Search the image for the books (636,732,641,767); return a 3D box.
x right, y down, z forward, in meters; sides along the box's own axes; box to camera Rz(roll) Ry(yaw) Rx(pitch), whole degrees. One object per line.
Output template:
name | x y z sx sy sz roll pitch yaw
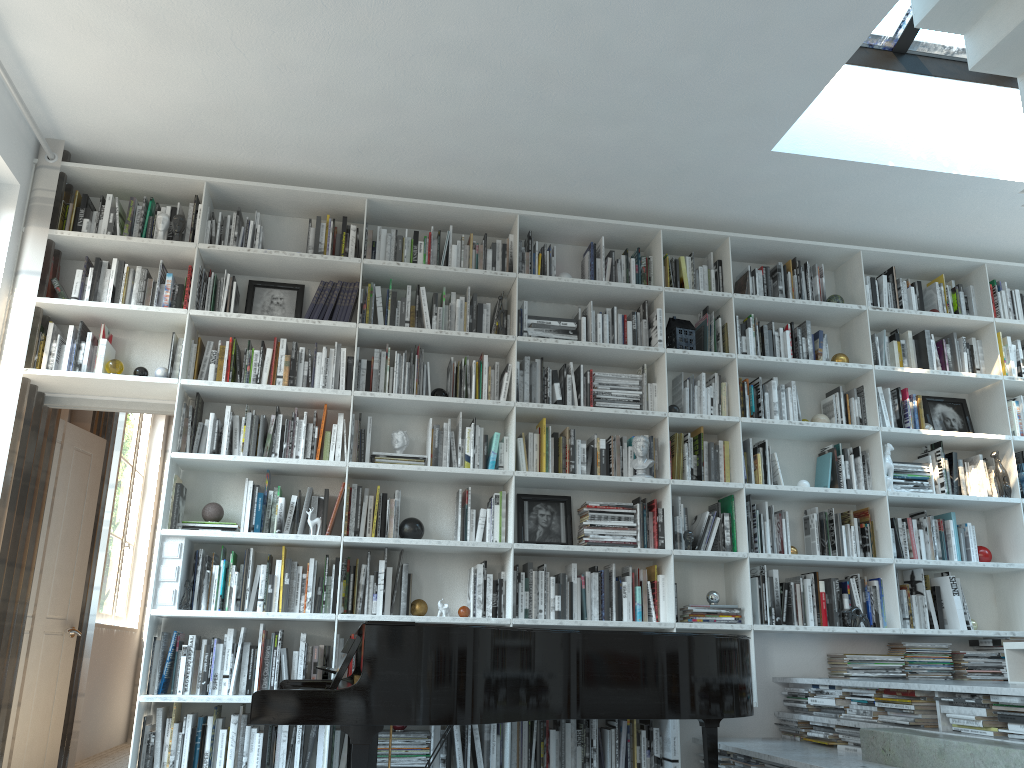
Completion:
books | 0.610 1.852 4.462 0.024 0.190 0.155 4 -17 -10

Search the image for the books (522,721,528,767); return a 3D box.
books | 0.051 1.780 4.383 0.025 0.263 0.145 4 -17 -10

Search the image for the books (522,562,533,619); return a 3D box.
books | 0.080 1.081 4.606 0.027 0.289 0.141 4 -17 -10

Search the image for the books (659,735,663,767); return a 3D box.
books | 0.723 1.864 4.480 0.023 0.181 0.149 4 -17 -10

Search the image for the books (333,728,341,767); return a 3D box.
books | -0.835 1.747 4.219 0.025 0.197 0.160 4 -17 -10

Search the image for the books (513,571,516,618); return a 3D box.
books | -0.007 1.093 4.573 0.029 0.243 0.154 4 -17 -10

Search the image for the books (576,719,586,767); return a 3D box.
books | 0.338 1.785 4.420 0.013 0.284 0.185 4 -17 -10

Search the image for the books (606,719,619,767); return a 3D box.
books | 0.501 1.792 4.445 0.011 0.291 0.184 4 -17 -10

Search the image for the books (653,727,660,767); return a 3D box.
books | 0.700 1.842 4.469 0.029 0.217 0.191 4 -17 -10

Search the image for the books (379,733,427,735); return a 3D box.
books | -0.545 1.687 4.292 0.254 0.005 0.161 4 -18 -9

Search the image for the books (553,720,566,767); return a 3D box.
books | 0.236 1.777 4.416 0.026 0.293 0.155 4 -17 -10

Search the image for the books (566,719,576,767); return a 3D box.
books | 0.291 1.798 4.423 0.028 0.260 0.133 4 -17 -10

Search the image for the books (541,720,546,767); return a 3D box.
books | 0.148 1.781 4.403 0.012 0.275 0.155 4 -17 -10

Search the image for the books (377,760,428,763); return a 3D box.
books | -0.546 1.805 4.254 0.285 0.007 0.160 3 -17 -8

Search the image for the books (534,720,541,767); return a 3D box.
books | 0.119 1.793 4.393 0.022 0.246 0.144 4 -17 -10

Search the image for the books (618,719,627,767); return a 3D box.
books | 0.530 1.811 4.434 0.044 0.250 0.187 4 -17 -10

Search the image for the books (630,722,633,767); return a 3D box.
books | 0.573 1.828 4.467 0.028 0.238 0.140 4 -17 -10

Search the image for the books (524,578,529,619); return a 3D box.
books | 0.057 1.113 4.574 0.024 0.207 0.170 4 -17 -10

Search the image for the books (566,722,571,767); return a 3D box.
books | 0.262 1.808 4.415 0.030 0.234 0.138 4 -17 -10

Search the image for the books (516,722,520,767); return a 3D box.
books | 0.013 1.753 4.362 0.014 0.299 0.185 4 -17 -10

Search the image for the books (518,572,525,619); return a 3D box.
books | 0.035 1.096 4.562 0.027 0.233 0.168 4 -17 -10

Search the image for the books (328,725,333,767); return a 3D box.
books | -0.864 1.704 4.227 0.012 0.284 0.160 4 -17 -10

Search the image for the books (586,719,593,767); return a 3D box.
books | 0.374 1.762 4.429 0.014 0.334 0.183 4 -17 -10

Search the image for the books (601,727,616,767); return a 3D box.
books | 0.481 1.829 4.429 0.029 0.209 0.171 4 -17 -10

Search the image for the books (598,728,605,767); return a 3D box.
books | 0.432 1.833 4.447 0.040 0.211 0.129 4 -17 -10

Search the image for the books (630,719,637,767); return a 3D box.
books | 0.595 1.816 4.459 0.011 0.257 0.172 4 -17 -10

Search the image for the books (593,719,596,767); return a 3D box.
books | 0.387 1.786 4.426 0.014 0.287 0.185 4 -17 -10

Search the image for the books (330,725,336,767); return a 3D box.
books | -0.853 1.732 4.224 0.012 0.230 0.138 4 -17 -10

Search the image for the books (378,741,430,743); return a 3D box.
books | -0.548 1.721 4.274 0.285 0.005 0.160 5 -18 -14

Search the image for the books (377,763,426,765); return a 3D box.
books | -0.546 1.811 4.248 0.254 0.007 0.161 5 -18 -14

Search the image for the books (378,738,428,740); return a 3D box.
books | -0.544 1.705 4.277 0.254 0.005 0.161 6 -18 -15

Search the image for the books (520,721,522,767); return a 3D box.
books | 0.032 1.783 4.388 0.010 0.258 0.131 4 -17 -10

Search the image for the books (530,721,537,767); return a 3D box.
books | 0.093 1.757 4.388 0.034 0.310 0.170 4 -17 -10

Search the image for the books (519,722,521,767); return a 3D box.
books | 0.024 1.740 4.386 0.014 0.339 0.140 4 -17 -10

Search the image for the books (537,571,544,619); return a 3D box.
books | 0.134 1.099 4.586 0.027 0.245 0.180 4 -17 -10

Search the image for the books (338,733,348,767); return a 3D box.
books | -0.796 1.755 4.217 0.053 0.183 0.148 4 -17 -10

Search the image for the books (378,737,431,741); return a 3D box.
books | -0.545 1.712 4.280 0.285 0.005 0.160 5 -18 -13

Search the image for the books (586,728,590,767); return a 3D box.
books | 0.354 1.822 4.417 0.022 0.212 0.167 4 -17 -10

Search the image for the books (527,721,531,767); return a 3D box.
books | 0.071 1.743 4.387 0.012 0.336 0.144 4 -17 -10

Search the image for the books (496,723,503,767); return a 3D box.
books | -0.066 1.786 4.367 0.021 0.237 0.116 4 -17 -10

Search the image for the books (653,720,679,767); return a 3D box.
books | 0.766 1.805 4.433 0.038 0.268 0.278 4 -17 -10

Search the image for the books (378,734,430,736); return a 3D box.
books | -0.546 1.693 4.293 0.285 0.005 0.160 4 -18 -10

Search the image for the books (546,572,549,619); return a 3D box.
books | 0.167 1.107 4.607 0.021 0.243 0.142 4 -17 -10

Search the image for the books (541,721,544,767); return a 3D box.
books | 0.136 1.797 4.392 0.012 0.238 0.129 4 -17 -10

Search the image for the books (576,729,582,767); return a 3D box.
books | 0.317 1.826 4.417 0.024 0.203 0.145 4 -17 -10

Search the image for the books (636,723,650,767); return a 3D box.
books | 0.657 1.838 4.477 0.028 0.227 0.162 4 -17 -10

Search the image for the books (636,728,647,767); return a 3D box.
books | 0.635 1.844 4.458 0.022 0.204 0.192 4 -17 -10

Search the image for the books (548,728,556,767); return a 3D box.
books | 0.183 1.810 4.376 0.028 0.206 0.175 4 -17 -10

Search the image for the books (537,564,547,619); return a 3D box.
books | 0.154 1.082 4.592 0.013 0.281 0.167 4 -17 -10

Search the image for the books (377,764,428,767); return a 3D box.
books | -0.545 1.817 4.243 0.285 0.007 0.160 3 -17 -5

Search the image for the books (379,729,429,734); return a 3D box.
books | -0.543 1.679 4.285 0.285 0.005 0.160 3 -17 -5

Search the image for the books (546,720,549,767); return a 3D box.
books | 0.159 1.792 4.403 0.012 0.254 0.151 4 -17 -10

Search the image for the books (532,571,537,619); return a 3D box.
books | 0.105 1.101 4.599 0.024 0.247 0.132 4 -17 -10

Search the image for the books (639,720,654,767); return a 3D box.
books | 0.679 1.824 4.476 0.013 0.255 0.177 4 -17 -10

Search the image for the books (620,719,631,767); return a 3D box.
books | 0.558 1.782 4.452 0.013 0.316 0.187 4 -17 -10

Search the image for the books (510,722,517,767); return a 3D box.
books | -0.007 1.773 4.352 0.026 0.255 0.184 4 -17 -10

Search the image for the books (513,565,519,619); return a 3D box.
books | 0.014 1.078 4.574 0.011 0.274 0.146 4 -17 -10

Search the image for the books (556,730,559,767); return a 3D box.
books | 0.205 1.825 4.408 0.030 0.196 0.143 4 -17 -10

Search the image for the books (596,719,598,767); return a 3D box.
books | 0.403 1.804 4.440 0.024 0.261 0.132 4 -17 -10

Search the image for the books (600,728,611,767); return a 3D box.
books | 0.463 1.829 4.420 0.010 0.205 0.180 4 -17 -10
